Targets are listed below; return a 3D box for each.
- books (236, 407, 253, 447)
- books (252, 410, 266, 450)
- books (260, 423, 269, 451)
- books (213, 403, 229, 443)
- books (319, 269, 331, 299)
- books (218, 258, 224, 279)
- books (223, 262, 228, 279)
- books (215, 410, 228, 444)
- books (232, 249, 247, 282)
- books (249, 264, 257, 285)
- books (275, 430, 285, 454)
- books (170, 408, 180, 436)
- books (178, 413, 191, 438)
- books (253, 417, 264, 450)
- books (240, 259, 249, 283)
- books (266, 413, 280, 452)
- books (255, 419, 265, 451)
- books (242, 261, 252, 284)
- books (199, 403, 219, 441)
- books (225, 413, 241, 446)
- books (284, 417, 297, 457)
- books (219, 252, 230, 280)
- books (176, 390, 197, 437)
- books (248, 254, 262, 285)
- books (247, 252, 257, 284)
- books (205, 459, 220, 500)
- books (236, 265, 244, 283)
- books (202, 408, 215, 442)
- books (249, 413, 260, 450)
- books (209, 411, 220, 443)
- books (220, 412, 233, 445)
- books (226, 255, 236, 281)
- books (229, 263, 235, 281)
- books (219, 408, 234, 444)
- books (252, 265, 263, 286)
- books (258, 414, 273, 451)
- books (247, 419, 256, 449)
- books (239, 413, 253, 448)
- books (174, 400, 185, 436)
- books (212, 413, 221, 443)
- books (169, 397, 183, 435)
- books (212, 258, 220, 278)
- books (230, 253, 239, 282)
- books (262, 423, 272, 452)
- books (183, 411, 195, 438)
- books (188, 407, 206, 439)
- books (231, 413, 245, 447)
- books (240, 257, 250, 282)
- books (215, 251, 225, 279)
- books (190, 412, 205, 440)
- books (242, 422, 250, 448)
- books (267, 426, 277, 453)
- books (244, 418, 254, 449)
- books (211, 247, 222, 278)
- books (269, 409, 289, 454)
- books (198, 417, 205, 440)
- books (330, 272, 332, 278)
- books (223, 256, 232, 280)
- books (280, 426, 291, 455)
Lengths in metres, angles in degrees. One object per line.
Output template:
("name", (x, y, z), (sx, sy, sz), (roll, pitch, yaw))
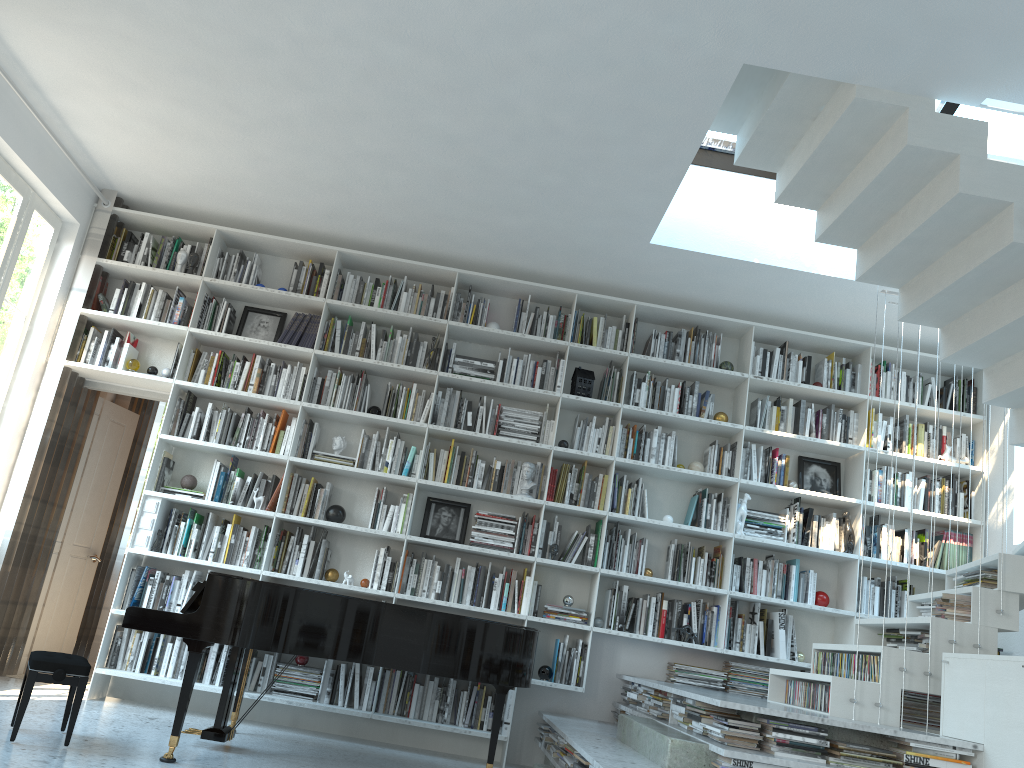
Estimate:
("books", (-1.793, 0.314, 5.946), (0.013, 0.299, 0.152), (10, -15, -1))
("books", (-1.705, 0.333, 5.967), (0.011, 0.303, 0.130), (10, -15, -1))
("books", (-1.647, 0.382, 5.948), (0.012, 0.216, 0.160), (10, -16, -1))
("books", (-1.940, 0.291, 5.940), (0.011, 0.292, 0.184), (10, -15, -1))
("books", (-1.311, -0.655, 6.239), (0.031, 0.253, 0.178), (10, -15, -1))
("books", (-2.033, -0.758, 6.223), (0.032, 0.209, 0.159), (10, -16, -1))
("books", (-1.998, -0.743, 6.228), (0.017, 0.193, 0.129), (10, -15, -1))
("books", (-1.927, 0.313, 5.927), (0.021, 0.246, 0.189), (10, -16, -1))
("books", (-1.909, -0.778, 6.210), (0.015, 0.278, 0.191), (10, -15, -1))
("books", (-1.810, -0.716, 6.224), (0.014, 0.201, 0.171), (10, -16, -1))
("books", (-1.546, 0.416, 5.944), (0.030, 0.183, 0.152), (10, -16, -1))
("books", (-2.229, 0.282, 5.927), (0.026, 0.208, 0.155), (10, -16, -1))
("books", (-2.164, 0.303, 5.912), (0.037, 0.181, 0.189), (10, -16, -1))
("books", (-1.698, 0.358, 5.956), (0.011, 0.251, 0.139), (10, -15, -1))
("books", (-1.863, -0.736, 6.218), (0.013, 0.219, 0.181), (10, -16, -1))
("books", (-1.608, 0.355, 5.967), (0.015, 0.292, 0.144), (10, -15, -1))
("books", (-1.680, 0.369, 5.964), (0.028, 0.242, 0.132), (10, -15, -1))
("books", (-1.846, -0.732, 6.211), (0.021, 0.213, 0.174), (10, -16, -1))
("books", (-2.031, 0.282, 5.942), (0.023, 0.280, 0.174), (10, -15, -1))
("books", (-1.862, 0.330, 5.937), (0.023, 0.241, 0.185), (10, -16, -1))
("books", (-1.480, 0.379, 5.964), (0.027, 0.285, 0.148), (10, -15, -1))
("books", (-2.007, -0.775, 6.221), (0.012, 0.248, 0.180), (10, -16, -1))
("books", (-2.176, 0.225, 5.925), (0.012, 0.332, 0.185), (10, -15, -1))
("books", (-1.818, -0.757, 6.253), (0.015, 0.292, 0.131), (10, -15, -1))
("books", (-1.827, -0.766, 6.242), (0.007, 0.300, 0.146), (10, -15, -1))
("books", (-1.966, 0.650, 5.846), (0.012, 0.284, 0.160), (10, -15, -1))
("books", (-1.898, -0.723, 6.216), (0.026, 0.182, 0.162), (10, -16, -1))
("books", (-2.017, 0.299, 5.929), (0.011, 0.245, 0.177), (10, -16, -1))
("books", (-1.717, 0.342, 5.948), (0.012, 0.271, 0.146), (10, -15, -1))
("books", (-1.989, 0.313, 5.953), (0.049, 0.242, 0.139), (10, -15, -1))
("books", (-1.895, 0.324, 5.927), (0.024, 0.236, 0.167), (10, -15, -1))
("books", (-1.964, -0.764, 6.224), (0.016, 0.242, 0.156), (10, -15, -1))
("books", (-1.954, -0.735, 6.226), (0.014, 0.192, 0.146), (10, -16, -1))
("books", (-1.911, 0.309, 5.947), (0.011, 0.270, 0.158), (10, -15, -1))
("books", (-1.797, -0.715, 6.235), (0.013, 0.209, 0.137), (10, -15, -1))
("books", (-1.654, 0.349, 5.941), (0.015, 0.274, 0.157), (10, -15, -1))
("books", (-1.733, 0.362, 5.946), (0.013, 0.227, 0.152), (10, -15, -1))
("books", (-1.781, 0.340, 5.951), (0.021, 0.256, 0.156), (10, -15, -1))
("books", (-2.200, 0.255, 5.919), (0.027, 0.265, 0.176), (10, -15, -1))
("books", (-1.958, 0.319, 5.933), (0.014, 0.229, 0.148), (10, -15, -1))
("books", (-2.242, 0.245, 5.945), (0.012, 0.284, 0.160), (10, -15, -1))
("books", (-2.064, -0.763, 6.216), (0.017, 0.203, 0.143), (10, -15, -1))
("books", (-1.933, -0.768, 6.223), (0.016, 0.260, 0.154), (10, -15, -1))
("books", (-1.631, 0.385, 5.953), (0.021, 0.220, 0.149), (10, -15, -1))
("books", (-2.140, 0.299, 5.934), (0.042, 0.208, 0.144), (10, -15, -1))
("books", (-2.105, 0.288, 5.922), (0.022, 0.235, 0.177), (10, -16, -1))
("books", (-1.828, 0.334, 5.957), (0.048, 0.255, 0.142), (10, -15, -1))
("books", (-1.873, -0.752, 6.231), (0.013, 0.252, 0.129), (10, -15, -1))
("books", (-2.048, -0.785, 6.229), (0.007, 0.258, 0.157), (10, -15, -1))
("books", (-2.082, 0.305, 5.909), (0.028, 0.203, 0.188), (10, -16, -1))
("books", (-1.765, 0.368, 5.945), (0.021, 0.204, 0.130), (10, -15, -1))
("books", (-1.600, 0.396, 5.941), (0.013, 0.203, 0.162), (10, -16, -1))
("books", (-1.745, 0.356, 5.935), (0.013, 0.228, 0.177), (10, -16, -1))
("books", (-2.069, -0.801, 6.234), (0.007, 0.284, 0.160), (10, -15, -1))
("books", (-1.567, 0.342, 5.959), (0.035, 0.324, 0.170), (10, -15, -1))
("books", (-2.063, 0.328, 5.950), (0.021, 0.187, 0.129), (10, -15, -1))
("books", (-1.277, -0.643, 6.254), (0.039, 0.251, 0.147), (10, -15, -1))
("books", (-1.979, -0.759, 6.216), (0.013, 0.224, 0.177), (10, -16, -1))
("books", (-1.513, 0.403, 5.950), (0.031, 0.223, 0.145), (10, -15, -1))
